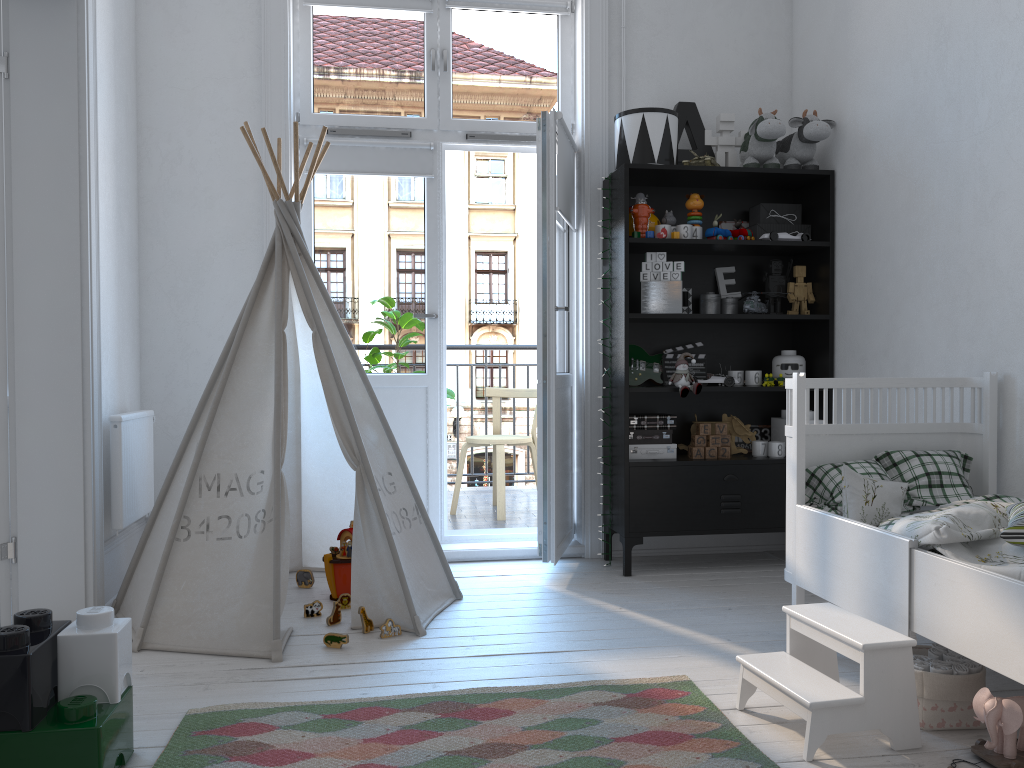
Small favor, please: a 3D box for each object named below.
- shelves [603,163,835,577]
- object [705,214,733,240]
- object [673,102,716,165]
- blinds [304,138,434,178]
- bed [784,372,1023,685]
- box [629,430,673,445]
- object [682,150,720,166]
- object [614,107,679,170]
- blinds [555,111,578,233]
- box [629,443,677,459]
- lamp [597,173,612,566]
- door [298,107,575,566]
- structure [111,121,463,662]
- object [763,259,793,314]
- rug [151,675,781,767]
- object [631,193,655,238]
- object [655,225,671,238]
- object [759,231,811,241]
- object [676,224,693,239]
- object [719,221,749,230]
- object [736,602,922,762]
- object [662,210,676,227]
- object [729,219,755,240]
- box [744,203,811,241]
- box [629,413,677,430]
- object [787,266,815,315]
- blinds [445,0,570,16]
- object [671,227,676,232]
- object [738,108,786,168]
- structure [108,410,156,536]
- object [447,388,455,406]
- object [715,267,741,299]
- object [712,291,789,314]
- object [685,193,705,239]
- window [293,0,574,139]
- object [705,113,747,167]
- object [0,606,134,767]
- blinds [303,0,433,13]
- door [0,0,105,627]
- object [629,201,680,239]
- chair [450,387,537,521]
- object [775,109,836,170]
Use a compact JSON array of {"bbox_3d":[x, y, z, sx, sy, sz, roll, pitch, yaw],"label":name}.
[{"bbox_3d":[0.880,-0.058,3.830,0.911,1.678,0.353,0,1,-9],"label":"shelves"},{"bbox_3d":[0.881,-0.658,3.769,0.121,0.126,0.087,-1,1,-32],"label":"object"},{"bbox_3d":[0.769,-1.069,3.930,0.343,0.344,0.057,0,1,-9],"label":"object"},{"bbox_3d":[-0.627,-0.997,3.914,0.565,0.158,0.032,0,1,-9],"label":"blinds"},{"bbox_3d":[1.262,0.389,2.131,0.670,0.833,1.403,0,1,-9],"label":"bed"},{"bbox_3d":[0.559,0.223,3.805,0.215,0.062,0.179,0,1,-9],"label":"box"},{"bbox_3d":[0.799,-0.945,3.752,0.121,0.100,0.338,0,1,26],"label":"object"},{"bbox_3d":[0.591,-1.025,3.827,0.272,0.259,0.395,0,1,20],"label":"object"},{"bbox_3d":[0.237,-0.882,3.766,0.032,0.390,0.565,0,1,11],"label":"blinds"},{"bbox_3d":[0.578,0.284,3.810,0.215,0.062,0.179,0,1,-9],"label":"box"},{"bbox_3d":[0.845,-0.062,3.888,0.985,1.684,0.095,0,1,-11],"label":"lamp"},{"bbox_3d":[-0.297,-0.192,3.754,1.264,1.839,0.636,0,1,-7],"label":"door"},{"bbox_3d":[-0.789,-0.070,3.141,1.143,1.750,1.143,-1,1,-33],"label":"structure"},{"bbox_3d":[1.168,-0.423,3.900,0.117,0.259,0.081,0,1,-9],"label":"object"},{"bbox_3d":[-0.016,0.814,1.322,1.320,0.016,2.028,0,1,-9],"label":"rug"},{"bbox_3d":[0.545,-0.696,3.692,0.105,0.203,0.072,0,1,-1],"label":"object"},{"bbox_3d":[0.632,-0.628,3.706,0.067,0.067,0.067,0,1,-8],"label":"object"},{"bbox_3d":[1.158,-0.621,3.766,0.230,0.048,0.098,0,1,-19],"label":"object"},{"bbox_3d":[0.720,-0.628,3.705,0.067,0.067,0.067,0,1,-8],"label":"object"},{"bbox_3d":[1.105,-0.669,4.004,0.347,0.132,0.037,0,1,-9],"label":"object"},{"bbox_3d":[0.734,0.685,2.085,0.288,0.246,0.332,0,1,-14],"label":"object"},{"bbox_3d":[0.684,-0.677,3.862,0.063,0.160,0.063,-1,1,-30],"label":"object"},{"bbox_3d":[0.983,-0.660,3.827,0.087,0.112,0.122,-1,1,-38],"label":"object"},{"bbox_3d":[1.172,-0.694,3.907,0.251,0.189,0.179,0,1,-9],"label":"box"},{"bbox_3d":[0.577,0.161,3.808,0.215,0.062,0.179,0,1,-9],"label":"box"},{"bbox_3d":[1.253,-0.403,3.850,0.114,0.221,0.052,0,1,-9],"label":"object"},{"bbox_3d":[-0.016,-1.708,3.994,0.565,0.060,0.032,0,1,-9],"label":"blinds"},{"bbox_3d":[0.678,-0.629,3.758,0.067,0.067,0.067,-1,1,-35],"label":"object"},{"bbox_3d":[1.054,-1.018,3.777,0.154,0.253,0.370,0,1,-1],"label":"object"},{"bbox_3d":[-1.422,0.334,3.371,0.075,0.460,0.635,0,1,-12],"label":"structure"},{"bbox_3d":[-0.662,0.126,5.021,0.720,1.225,0.489,0,1,1],"label":"object"},{"bbox_3d":[0.968,-0.453,3.977,0.107,0.151,0.055,0,1,-9],"label":"object"},{"bbox_3d":[1.044,-0.345,3.830,0.368,0.106,0.349,0,1,-7],"label":"object"},{"bbox_3d":[0.773,-0.702,3.751,0.077,0.213,0.077,0,1,25],"label":"object"},{"bbox_3d":[-0.330,-1.444,3.971,1.263,0.660,0.101,0,1,-9],"label":"window"},{"bbox_3d":[0.945,-1.043,3.927,0.190,0.290,0.065,0,1,-4],"label":"object"},{"bbox_3d":[-0.937,0.646,1.818,0.246,0.332,0.246,0,1,-9],"label":"object"},{"bbox_3d":[-0.630,-1.691,3.898,0.565,0.087,0.032,0,1,-9],"label":"blinds"},{"bbox_3d":[-1.539,-0.277,2.713,0.505,2.177,1.465,-1,1,-24],"label":"door"},{"bbox_3d":[0.567,-0.693,3.767,0.197,0.197,0.318,0,1,-12],"label":"object"},{"bbox_3d":[-0.065,0.379,5.093,0.436,0.715,0.498,1,1,36],"label":"chair"},{"bbox_3d":[1.204,-1.019,3.805,0.211,0.253,0.386,-1,1,-25],"label":"object"}]
